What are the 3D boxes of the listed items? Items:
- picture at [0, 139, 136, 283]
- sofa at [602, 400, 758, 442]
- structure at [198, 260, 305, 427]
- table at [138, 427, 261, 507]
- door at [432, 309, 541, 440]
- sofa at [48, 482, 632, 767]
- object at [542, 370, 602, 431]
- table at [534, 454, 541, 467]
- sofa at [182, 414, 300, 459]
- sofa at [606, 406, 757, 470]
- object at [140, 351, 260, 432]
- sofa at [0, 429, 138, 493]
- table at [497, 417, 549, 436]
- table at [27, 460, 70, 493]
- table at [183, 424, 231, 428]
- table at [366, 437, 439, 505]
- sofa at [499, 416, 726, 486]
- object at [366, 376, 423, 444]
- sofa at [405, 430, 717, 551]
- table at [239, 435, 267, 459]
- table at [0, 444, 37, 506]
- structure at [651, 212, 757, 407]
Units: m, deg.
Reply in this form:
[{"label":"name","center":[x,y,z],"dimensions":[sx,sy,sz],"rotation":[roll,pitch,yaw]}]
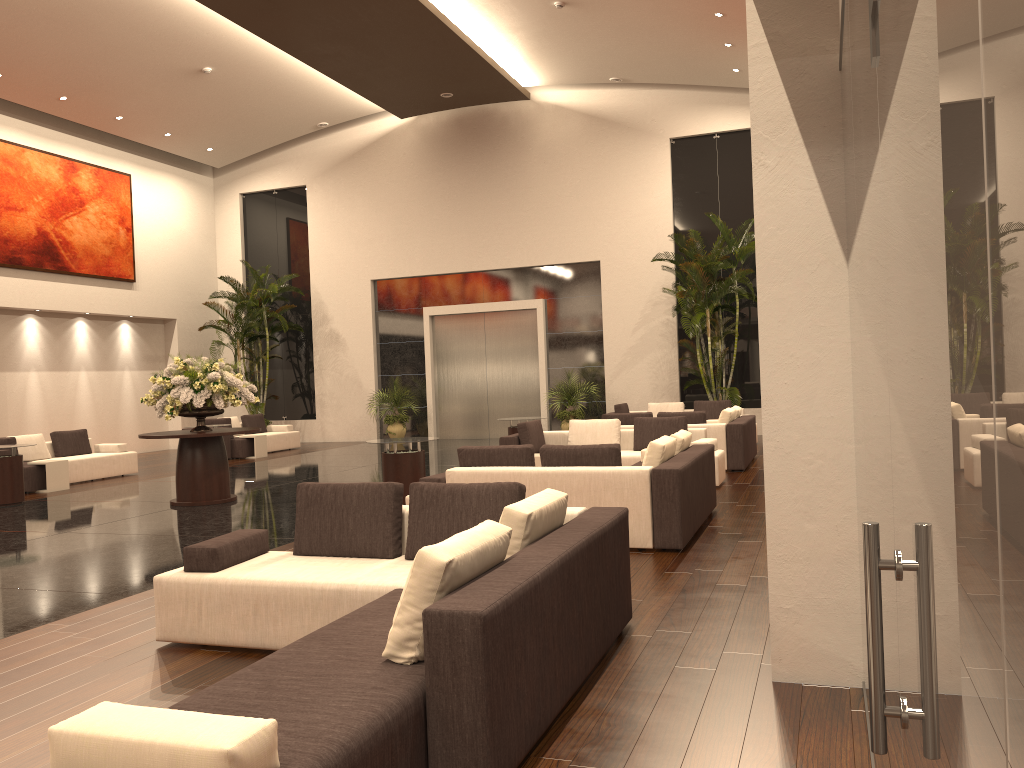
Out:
[{"label":"picture","center":[-9.643,-3.592,18.633],"dimensions":[0.070,2.526,4.515],"rotation":[-2,0,20]},{"label":"sofa","center":[3.197,0.771,16.981],"dimensions":[2.846,0.862,1.291],"rotation":[-2,0,20]},{"label":"structure","center":[-6.320,-0.753,22.057],"dimensions":[2.436,4.611,2.531],"rotation":[-2,0,-9]},{"label":"table","center":[-4.035,1.076,11.559],"dimensions":[1.498,0.921,1.498],"rotation":[-2,0,11]},{"label":"door","center":[-0.600,-0.202,21.349],"dimensions":[2.767,3.048,0.040],"rotation":[-2,0,20]},{"label":"sofa","center":[-1.076,1.043,4.025],"dimensions":[2.586,0.862,3.366],"rotation":[-2,0,20]},{"label":"object","center":[1.286,0.419,19.769],"dimensions":[1.373,1.682,1.297],"rotation":[-3,1,-32]},{"label":"table","center":[0.349,1.132,11.280],"dimensions":[0.400,0.460,0.400],"rotation":[-2,0,20]},{"label":"sofa","center":[-5.786,1.119,19.541],"dimensions":[1.291,0.862,2.846],"rotation":[-2,0,20]},{"label":"sofa","center":[2.594,0.815,14.416],"dimensions":[2.586,0.862,3.366],"rotation":[-2,0,20]},{"label":"object","center":[-4.052,0.068,11.541],"dimensions":[1.453,1.097,1.402],"rotation":[-3,0,-24]},{"label":"sofa","center":[-7.522,1.226,14.651],"dimensions":[1.291,0.862,2.846],"rotation":[-2,0,20]},{"label":"table","center":[0.187,0.947,14.219],"dimensions":[0.833,0.795,0.844],"rotation":[-2,0,-19]},{"label":"table","center":[-7.157,1.421,13.693],"dimensions":[0.400,0.460,0.400],"rotation":[-2,0,20]},{"label":"table","center":[-5.572,1.166,16.268],"dimensions":[0.833,0.795,0.844],"rotation":[-2,0,-19]},{"label":"table","center":[-1.232,1.035,10.137],"dimensions":[0.833,0.795,0.844],"rotation":[-2,0,-19]},{"label":"sofa","center":[1.299,0.889,11.636],"dimensions":[2.846,0.862,1.291],"rotation":[-2,0,20]},{"label":"object","center":[-2.776,0.574,21.270],"dimensions":[1.373,1.682,1.297],"rotation":[-3,1,-37]},{"label":"sofa","center":[0.696,0.933,9.071],"dimensions":[2.586,0.862,3.366],"rotation":[-2,0,20]},{"label":"table","center":[-5.421,1.313,18.583],"dimensions":[0.400,0.460,0.400],"rotation":[-2,0,20]},{"label":"table","center":[-6.990,1.255,12.186],"dimensions":[0.833,0.795,0.844],"rotation":[-2,0,-19]},{"label":"structure","center":[4.203,-1.153,18.161],"dimensions":[2.436,4.611,2.531],"rotation":[-2,0,-9]}]
